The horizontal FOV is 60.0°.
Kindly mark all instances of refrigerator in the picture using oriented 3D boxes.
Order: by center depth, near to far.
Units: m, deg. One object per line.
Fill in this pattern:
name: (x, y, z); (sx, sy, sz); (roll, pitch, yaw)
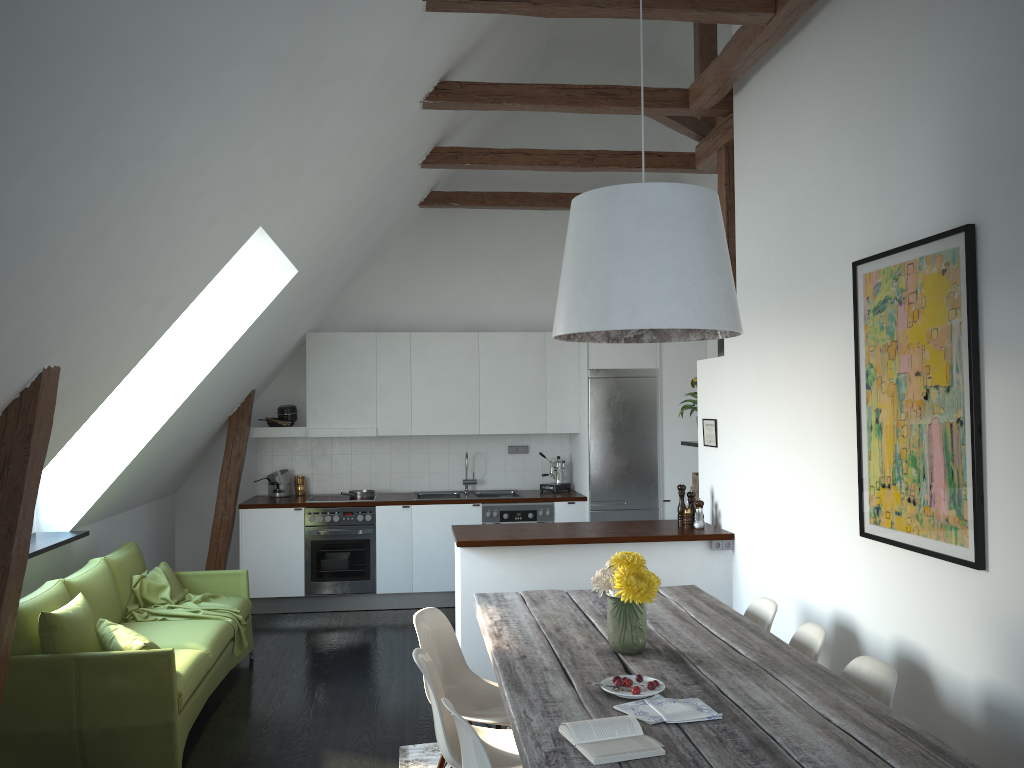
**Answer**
refrigerator: (0.970, 0.803, 7.654); (0.609, 1.868, 0.031); (0, -1, -6)

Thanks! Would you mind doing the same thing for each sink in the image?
sink: (-0.390, 0.879, 7.909); (0.963, 0.519, 0.671); (0, -1, -6)

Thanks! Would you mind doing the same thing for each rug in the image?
rug: (0.527, 1.765, 3.217); (1.898, 0.022, 2.677); (0, -1, -6)

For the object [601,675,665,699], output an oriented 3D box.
object: (0.384, 0.969, 2.823); (0.205, 0.024, 0.205); (0, -2, -14)

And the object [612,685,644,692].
object: (0.368, 0.966, 2.820); (0.110, 0.011, 0.058); (-1, -1, -3)

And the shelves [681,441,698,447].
shelves: (1.577, 0.683, 6.255); (0.660, 0.553, 0.408); (0, -1, -6)

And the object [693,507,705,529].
object: (1.179, 0.845, 5.596); (0.069, 0.135, 0.069); (0, -2, -31)

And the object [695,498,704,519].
object: (1.199, 0.822, 5.669); (0.058, 0.184, 0.058); (0, -2, -10)

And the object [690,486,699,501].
object: (1.462, 0.784, 6.273); (0.287, 0.101, 0.329); (0, -2, -11)

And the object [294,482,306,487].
object: (-1.912, 0.906, 7.993); (0.099, 0.057, 0.101); (-1, -1, 5)

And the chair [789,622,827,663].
chair: (0.980, 1.377, 3.555); (0.542, 0.801, 0.465); (-1, -1, 0)

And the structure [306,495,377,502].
structure: (-1.472, 1.012, 7.710); (0.574, 0.041, 0.504); (0, -1, -6)

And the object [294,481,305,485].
object: (-1.913, 0.888, 7.990); (0.100, 0.036, 0.100); (1, -2, -40)

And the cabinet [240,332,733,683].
cabinet: (-0.074, 0.696, 6.786); (4.208, 2.369, 3.033); (0, -1, -6)

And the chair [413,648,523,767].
chair: (-0.089, 1.380, 3.253); (0.542, 0.801, 0.465); (0, -1, -5)

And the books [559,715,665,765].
books: (0.265, 0.952, 2.402); (0.202, 0.042, 0.251); (0, -2, -18)

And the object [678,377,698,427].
object: (1.432, 0.167, 6.346); (0.493, 0.486, 0.506); (-1, -2, 13)

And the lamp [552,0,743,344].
lamp: (0.502, -1.580, 3.342); (0.697, 2.813, 0.757); (-2, -2, 43)

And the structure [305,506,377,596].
structure: (-1.465, 1.404, 7.715); (0.583, 0.725, 0.749); (0, -1, -6)

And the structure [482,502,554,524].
structure: (0.030, 1.385, 7.796); (0.612, 0.725, 0.582); (0, -1, -6)

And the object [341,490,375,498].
object: (-1.377, 0.963, 7.805); (0.351, 0.061, 0.232); (0, -2, -33)

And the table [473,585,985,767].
table: (0.508, 1.381, 3.245); (1.141, 0.788, 2.421); (0, -1, -6)

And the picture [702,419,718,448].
picture: (1.291, 0.318, 5.774); (0.023, 0.182, 0.250); (0, -1, -6)

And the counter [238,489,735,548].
counter: (-0.496, 0.978, 6.707); (3.365, 0.038, 3.085); (0, -1, -6)

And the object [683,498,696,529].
object: (1.125, 0.818, 5.633); (0.080, 0.192, 0.058); (0, -2, -22)

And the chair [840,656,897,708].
chair: (1.028, 1.363, 3.022); (0.542, 0.801, 0.465); (0, -2, -10)

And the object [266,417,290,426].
object: (-2.067, 0.327, 7.811); (0.331, 0.077, 0.061); (-2, -2, 42)

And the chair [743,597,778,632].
chair: (0.929, 1.390, 4.026); (0.542, 0.801, 0.465); (0, -1, -5)

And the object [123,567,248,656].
object: (-2.033, 1.430, 5.642); (0.722, 0.493, 0.711); (0, -2, -11)

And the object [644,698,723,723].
object: (0.509, 0.966, 2.639); (0.182, 0.016, 0.179); (0, -2, -12)

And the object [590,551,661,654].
object: (0.431, 0.809, 3.301); (0.233, 0.365, 0.293); (0, -2, -35)

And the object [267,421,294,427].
object: (-2.045, 0.352, 7.857); (0.243, 0.056, 0.350); (0, -2, -18)

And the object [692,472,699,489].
object: (1.463, 0.682, 6.286); (0.329, 0.101, 0.287); (-1, -1, 4)

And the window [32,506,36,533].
window: (0.356, -1.330, 1.908); (5.959, 4.249, 8.018); (0, -1, -6)

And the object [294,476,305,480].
object: (-1.912, 0.850, 7.990); (0.100, 0.047, 0.099); (0, -2, -11)

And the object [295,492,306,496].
object: (-1.903, 0.988, 7.991); (0.100, 0.036, 0.100); (0, -2, -10)

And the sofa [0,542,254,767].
sofa: (-2.083, 1.436, 4.998); (0.898, 0.825, 2.093); (0, -1, -7)

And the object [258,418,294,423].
object: (-2.121, 0.339, 7.887); (0.357, 0.075, 0.244); (0, -2, -35)

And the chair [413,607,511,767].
chair: (-0.150, 1.396, 3.827); (0.542, 0.801, 0.465); (-1, -2, 20)

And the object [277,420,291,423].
object: (-2.045, 0.331, 7.859); (0.335, 0.031, 0.065); (-2, -2, 41)

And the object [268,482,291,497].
object: (-2.047, 0.927, 7.873); (0.200, 0.154, 0.348); (0, -2, -27)

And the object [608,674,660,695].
object: (0.396, 0.958, 2.835); (0.132, 0.034, 0.144); (0, -2, -35)

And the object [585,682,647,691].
object: (0.330, 0.959, 2.811); (0.194, 0.022, 0.019); (-1, -2, 9)

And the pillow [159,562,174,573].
pillow: (-2.262, 1.323, 5.744); (0.210, 0.275, 0.462); (0, -1, -8)

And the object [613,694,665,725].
object: (0.424, 0.968, 2.646); (0.182, 0.014, 0.185); (0, -2, -32)

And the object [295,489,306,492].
object: (-1.905, 0.966, 7.990); (0.100, 0.048, 0.099); (-1, -2, 12)

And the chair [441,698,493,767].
chair: (0.058, 1.366, 2.746); (0.542, 0.801, 0.465); (0, -2, -20)

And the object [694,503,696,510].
object: (1.463, 0.883, 6.271); (0.329, 0.101, 0.287); (-1, -1, 4)

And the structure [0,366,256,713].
structure: (-2.003, 0.788, 1.432); (1.023, 1.963, 12.350); (0, -1, -6)

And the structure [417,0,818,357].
structure: (3.195, -2.089, 0.404); (10.230, 3.562, 15.910); (-1, -1, -1)

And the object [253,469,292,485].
object: (-2.147, 0.850, 7.894); (0.371, 0.169, 0.203); (0, -2, -34)

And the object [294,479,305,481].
object: (-1.913, 0.871, 7.990); (0.100, 0.036, 0.100); (-1, -2, 22)

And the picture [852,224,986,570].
picture: (1.539, 0.052, 3.422); (0.036, 1.181, 0.808); (0, -1, -6)

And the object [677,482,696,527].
object: (1.126, 0.775, 5.719); (0.123, 0.283, 0.061); (0, -1, -6)

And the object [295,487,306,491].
object: (-1.907, 0.948, 7.992); (0.099, 0.051, 0.099); (0, -2, -20)

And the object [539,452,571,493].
object: (0.367, 0.802, 8.136); (0.206, 0.370, 0.353); (-2, -2, 40)

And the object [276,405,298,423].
object: (-2.008, 0.268, 7.926); (0.190, 0.166, 0.200); (1, -2, -44)

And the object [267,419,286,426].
object: (-2.078, 0.334, 7.800); (0.065, 0.065, 0.332); (1, -2, -39)

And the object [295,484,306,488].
object: (-1.910, 0.928, 7.994); (0.099, 0.043, 0.100); (0, -2, -19)

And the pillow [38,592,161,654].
pillow: (-1.900, 1.220, 4.251); (0.600, 0.387, 0.475); (0, -2, -9)
